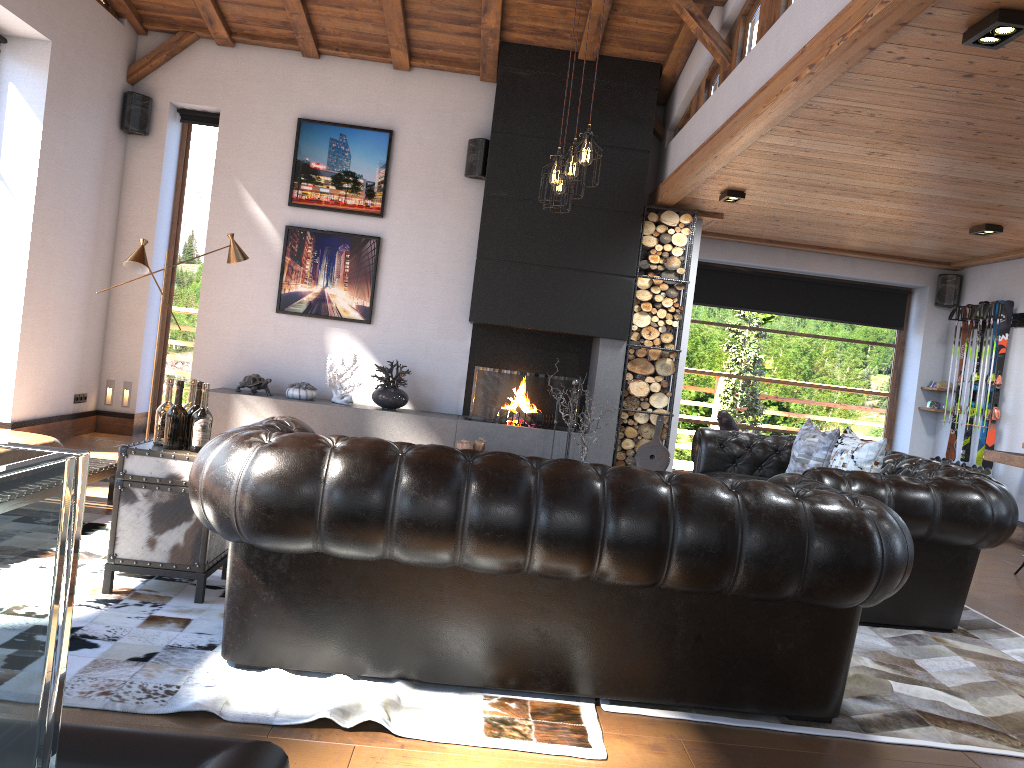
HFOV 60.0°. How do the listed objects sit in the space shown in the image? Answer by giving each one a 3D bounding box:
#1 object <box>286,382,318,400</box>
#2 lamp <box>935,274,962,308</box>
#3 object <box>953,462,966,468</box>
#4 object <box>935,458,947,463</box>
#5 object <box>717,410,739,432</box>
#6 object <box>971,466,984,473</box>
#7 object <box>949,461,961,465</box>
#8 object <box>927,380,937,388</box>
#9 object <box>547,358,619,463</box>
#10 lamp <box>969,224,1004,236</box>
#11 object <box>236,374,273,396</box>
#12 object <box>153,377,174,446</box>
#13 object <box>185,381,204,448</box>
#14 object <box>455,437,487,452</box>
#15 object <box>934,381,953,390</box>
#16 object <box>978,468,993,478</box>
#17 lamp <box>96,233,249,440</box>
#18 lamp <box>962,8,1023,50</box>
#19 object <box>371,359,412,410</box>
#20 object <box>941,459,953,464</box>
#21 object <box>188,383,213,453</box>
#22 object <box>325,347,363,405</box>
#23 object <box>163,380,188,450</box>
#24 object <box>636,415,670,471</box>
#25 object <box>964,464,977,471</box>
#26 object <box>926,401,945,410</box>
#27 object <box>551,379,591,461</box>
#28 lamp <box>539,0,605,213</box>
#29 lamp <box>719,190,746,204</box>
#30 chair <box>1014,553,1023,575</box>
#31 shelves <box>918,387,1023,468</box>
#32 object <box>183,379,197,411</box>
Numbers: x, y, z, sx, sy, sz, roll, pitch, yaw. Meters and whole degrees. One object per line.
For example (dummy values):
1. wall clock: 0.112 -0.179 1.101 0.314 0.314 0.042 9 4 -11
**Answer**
1. object: -1.901 0.059 7.987 0.281 0.160 0.259 7 2 0
2. lamp: 4.723 -1.008 9.586 0.214 0.349 0.213 7 1 -3
3. object: 4.377 0.895 8.714 0.250 0.270 0.117 7 1 17
4. object: 4.370 0.882 9.087 0.251 0.270 0.117 7 1 2
5. object: 1.728 0.370 7.094 0.148 0.319 0.251 8 2 39
6. object: 4.390 0.907 8.411 0.252 0.270 0.116 7 1 -8
7. object: 4.392 0.893 8.843 0.251 0.270 0.117 7 1 2
8. object: 4.604 0.008 9.626 0.160 0.084 0.189 7 2 -4
9. object: 0.377 0.282 4.875 0.405 0.808 0.622 7 1 9
10. lamp: 3.965 -1.293 7.412 0.155 0.068 0.261 7 2 -2
11. object: -2.293 0.002 7.945 0.401 0.183 0.229 8 2 41
12. object: -1.458 0.116 3.747 0.087 0.286 0.088 7 1 10
13. object: -1.340 0.129 3.770 0.088 0.286 0.087 6 1 -25
14. object: -0.384 0.663 7.479 0.381 0.431 0.387 7 2 24
15. object: 4.610 0.015 9.448 0.190 0.084 0.159 7 2 -4
16. object: 4.393 0.912 8.285 0.252 0.270 0.116 7 1 -8
17. lamp: -2.759 -0.349 7.035 0.524 1.898 1.331 7 1 19
18. lamp: 1.918 -1.405 3.497 0.155 0.068 0.261 7 2 -2
19. object: -1.089 0.001 8.004 0.339 0.455 0.336 7 1 23
20. object: 4.373 0.886 8.964 0.251 0.270 0.117 7 1 2
21. object: -1.288 0.138 3.687 0.088 0.286 0.086 6 1 -26
22. object: -1.516 -0.074 7.915 0.262 0.532 0.423 6 2 -34
23. object: -1.391 0.126 3.685 0.086 0.286 0.088 8 1 37
24. object: 1.245 0.662 7.851 0.269 0.795 0.262 6 1 -19
25. object: 4.413 0.904 8.581 0.250 0.270 0.117 7 1 12
26. object: 4.580 0.229 9.548 0.186 0.084 0.355 8 2 33
27. object: 0.488 0.463 7.612 0.304 1.017 0.311 8 1 43
28. lamp: 0.437 -2.208 5.434 0.263 2.201 0.799 7 1 -11
29. lamp: 1.811 -1.546 7.288 0.155 0.068 0.261 7 2 -2
30. chair: 3.875 1.072 6.300 0.441 0.716 0.441 7 1 1
31. shelves: 4.613 0.655 6.403 0.613 0.988 6.640 7 2 -1
32. object: -1.397 0.120 3.849 0.087 0.286 0.087 7 1 8
